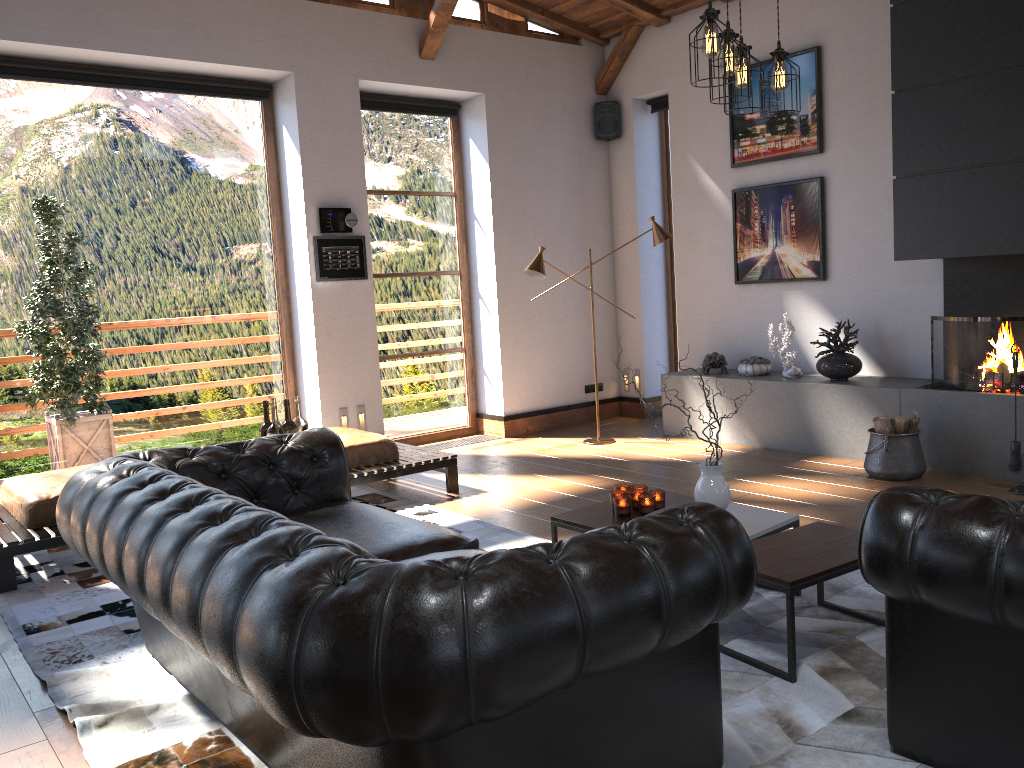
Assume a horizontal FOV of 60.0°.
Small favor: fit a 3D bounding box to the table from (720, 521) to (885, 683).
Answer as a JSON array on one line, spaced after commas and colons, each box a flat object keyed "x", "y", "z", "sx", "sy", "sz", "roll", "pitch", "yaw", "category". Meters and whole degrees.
[{"x": 1.095, "y": 0.781, "z": 3.290, "sx": 0.658, "sy": 0.350, "sz": 0.396, "roll": -7, "pitch": 7, "yaw": -33, "category": "table"}]

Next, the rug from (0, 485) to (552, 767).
[{"x": -1.180, "y": 0.924, "z": 4.554, "sx": 2.462, "sy": 0.053, "sz": 3.766, "roll": -8, "pitch": 8, "yaw": -37, "category": "rug"}]

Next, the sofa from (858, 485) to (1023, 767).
[{"x": 2.282, "y": 0.538, "z": 2.737, "sx": 2.598, "sy": 0.837, "sz": 1.225, "roll": -8, "pitch": 8, "yaw": -38, "category": "sofa"}]

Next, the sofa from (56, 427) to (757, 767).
[{"x": -0.583, "y": 0.680, "z": 2.909, "sx": 1.255, "sy": 0.837, "sz": 2.537, "roll": -8, "pitch": 8, "yaw": -38, "category": "sofa"}]

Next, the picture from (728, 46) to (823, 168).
[{"x": 2.133, "y": -2.234, "z": 7.236, "sx": 0.036, "sy": 0.815, "sz": 0.869, "roll": -8, "pitch": 7, "yaw": -37, "category": "picture"}]

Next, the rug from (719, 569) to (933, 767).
[{"x": 1.598, "y": 0.963, "z": 2.808, "sx": 4.094, "sy": 0.053, "sz": 2.405, "roll": -8, "pitch": 8, "yaw": -37, "category": "rug"}]

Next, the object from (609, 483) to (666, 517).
[{"x": 0.561, "y": 0.517, "z": 3.981, "sx": 0.246, "sy": 0.081, "sz": 0.302, "roll": -3, "pitch": 6, "yaw": 1, "category": "object"}]

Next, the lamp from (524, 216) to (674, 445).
[{"x": 0.713, "y": -0.433, "z": 7.480, "sx": 1.332, "sy": 1.896, "sz": 0.524, "roll": -5, "pitch": 6, "yaw": -17, "category": "lamp"}]

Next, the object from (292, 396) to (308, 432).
[{"x": -1.070, "y": 0.204, "z": 4.459, "sx": 0.088, "sy": 0.286, "sz": 0.087, "roll": -6, "pitch": 6, "yaw": -28, "category": "object"}]

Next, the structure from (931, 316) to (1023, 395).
[{"x": 3.121, "y": -0.177, "z": 5.676, "sx": 0.186, "sy": 0.514, "sz": 0.971, "roll": -8, "pitch": 8, "yaw": -38, "category": "structure"}]

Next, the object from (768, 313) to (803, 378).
[{"x": 2.148, "y": -0.302, "z": 6.991, "sx": 0.257, "sy": 0.531, "sz": 0.431, "roll": -1, "pitch": 6, "yaw": 21, "category": "object"}]

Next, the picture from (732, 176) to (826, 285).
[{"x": 2.191, "y": -1.247, "z": 7.334, "sx": 0.036, "sy": 0.815, "sz": 0.869, "roll": -8, "pitch": 7, "yaw": -37, "category": "picture"}]

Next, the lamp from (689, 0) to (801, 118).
[{"x": 0.979, "y": -2.344, "z": 3.929, "sx": 0.258, "sy": 2.199, "sz": 0.813, "roll": 2, "pitch": 8, "yaw": 43, "category": "lamp"}]

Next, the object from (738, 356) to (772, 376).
[{"x": 2.007, "y": -0.153, "z": 7.347, "sx": 0.262, "sy": 0.160, "sz": 0.278, "roll": -8, "pitch": 8, "yaw": -35, "category": "object"}]

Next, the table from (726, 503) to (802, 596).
[{"x": 0.845, "y": 0.753, "z": 3.667, "sx": 0.658, "sy": 0.350, "sz": 0.395, "roll": -9, "pitch": 8, "yaw": -43, "category": "table"}]

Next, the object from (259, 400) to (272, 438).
[{"x": -1.199, "y": 0.222, "z": 4.356, "sx": 0.087, "sy": 0.286, "sz": 0.087, "roll": -3, "pitch": 6, "yaw": 2, "category": "object"}]

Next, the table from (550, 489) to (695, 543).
[{"x": 0.559, "y": 0.733, "z": 3.992, "sx": 0.658, "sy": 0.350, "sz": 0.396, "roll": -8, "pitch": 8, "yaw": -38, "category": "table"}]

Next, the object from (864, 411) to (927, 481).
[{"x": 2.504, "y": 0.398, "z": 5.802, "sx": 0.386, "sy": 0.430, "sz": 0.382, "roll": -5, "pitch": 6, "yaw": -12, "category": "object"}]

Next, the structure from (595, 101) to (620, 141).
[{"x": 0.928, "y": -2.553, "z": 8.606, "sx": 0.216, "sy": 0.349, "sz": 0.211, "roll": -8, "pitch": 7, "yaw": -38, "category": "structure"}]

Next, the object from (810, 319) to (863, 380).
[{"x": 2.466, "y": -0.260, "z": 6.696, "sx": 0.335, "sy": 0.454, "sz": 0.340, "roll": -5, "pitch": 6, "yaw": -12, "category": "object"}]

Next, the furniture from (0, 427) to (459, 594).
[{"x": -1.821, "y": 0.643, "z": 5.667, "sx": 2.794, "sy": 0.436, "sz": 1.162, "roll": -8, "pitch": 8, "yaw": -38, "category": "furniture"}]

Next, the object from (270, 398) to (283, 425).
[{"x": -1.186, "y": 0.212, "z": 4.448, "sx": 0.088, "sy": 0.286, "sz": 0.087, "roll": -6, "pitch": 6, "yaw": -25, "category": "object"}]

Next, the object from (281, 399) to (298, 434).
[{"x": -1.101, "y": 0.216, "z": 4.365, "sx": 0.086, "sy": 0.286, "sz": 0.089, "roll": 0, "pitch": 7, "yaw": 30, "category": "object"}]

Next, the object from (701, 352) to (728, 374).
[{"x": 1.750, "y": -0.183, "z": 7.642, "sx": 0.226, "sy": 0.182, "sz": 0.407, "roll": -3, "pitch": 6, "yaw": 6, "category": "object"}]

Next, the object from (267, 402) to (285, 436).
[{"x": -1.139, "y": 0.228, "z": 4.273, "sx": 0.087, "sy": 0.286, "sz": 0.088, "roll": 0, "pitch": 7, "yaw": 29, "category": "object"}]

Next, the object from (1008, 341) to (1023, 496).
[{"x": 3.073, "y": 0.136, "z": 5.172, "sx": 0.307, "sy": 1.016, "sz": 0.309, "roll": -3, "pitch": 6, "yaw": 7, "category": "object"}]

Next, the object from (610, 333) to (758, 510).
[{"x": 0.767, "y": 0.179, "z": 3.625, "sx": 0.626, "sy": 0.807, "sz": 0.402, "roll": -6, "pitch": 7, "yaw": -27, "category": "object"}]
